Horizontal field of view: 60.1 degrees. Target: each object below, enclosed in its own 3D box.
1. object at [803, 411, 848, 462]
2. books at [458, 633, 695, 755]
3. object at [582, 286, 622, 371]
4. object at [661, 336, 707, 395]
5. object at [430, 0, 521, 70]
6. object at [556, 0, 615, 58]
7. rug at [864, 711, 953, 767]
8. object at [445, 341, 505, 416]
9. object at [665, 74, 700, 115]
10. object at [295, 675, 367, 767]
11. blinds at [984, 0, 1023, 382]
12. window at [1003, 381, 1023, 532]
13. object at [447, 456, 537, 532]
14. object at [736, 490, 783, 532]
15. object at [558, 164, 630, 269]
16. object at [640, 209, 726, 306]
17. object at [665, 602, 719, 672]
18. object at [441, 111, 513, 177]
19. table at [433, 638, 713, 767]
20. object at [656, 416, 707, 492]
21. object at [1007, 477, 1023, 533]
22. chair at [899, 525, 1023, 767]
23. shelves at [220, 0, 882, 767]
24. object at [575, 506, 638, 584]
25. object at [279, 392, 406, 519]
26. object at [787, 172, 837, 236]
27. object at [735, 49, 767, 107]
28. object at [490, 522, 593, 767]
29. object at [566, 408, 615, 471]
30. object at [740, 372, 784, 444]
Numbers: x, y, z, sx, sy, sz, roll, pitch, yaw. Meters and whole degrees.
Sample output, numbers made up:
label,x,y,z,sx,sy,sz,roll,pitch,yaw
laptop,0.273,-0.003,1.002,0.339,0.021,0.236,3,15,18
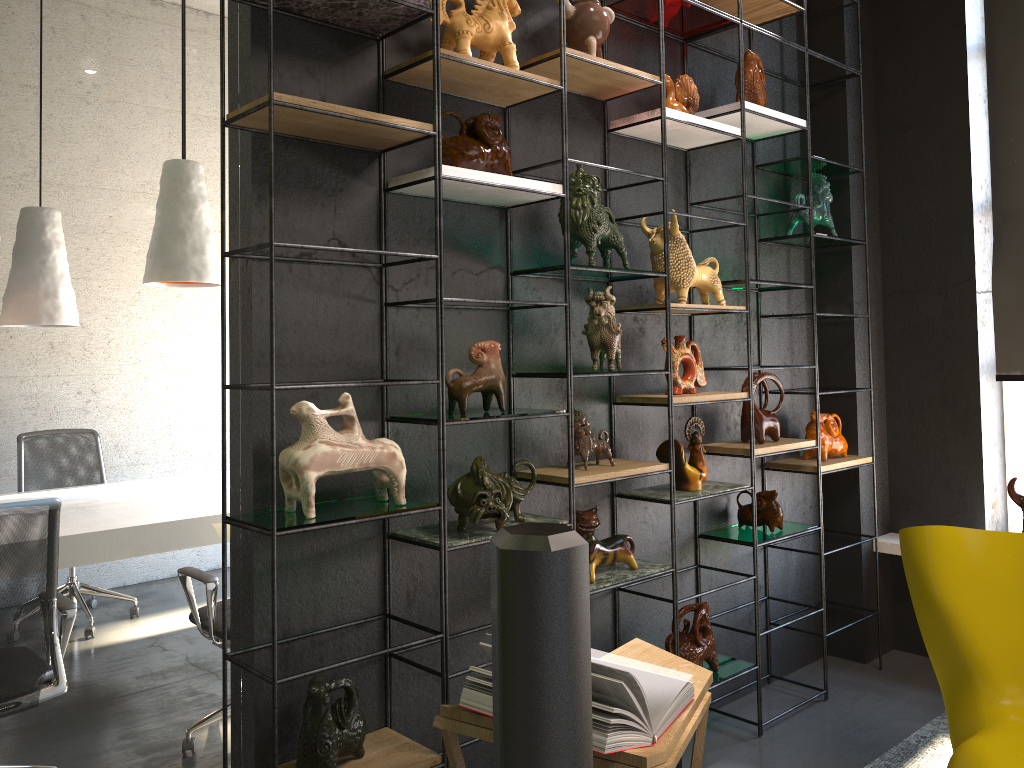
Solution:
label,x,y,z,sx,sy,sz,roll,pitch,yaw
object,1.420,0.229,4.000,0.278,0.223,0.138,-1,-1,-42
books,0.171,0.724,2.171,0.400,0.233,0.482,0,1,34
object,0.300,-0.183,2.963,0.131,0.281,0.207,-1,-1,6
object,0.650,-0.071,3.335,0.267,0.223,0.060,-1,-2,-42
object,-0.111,-1.113,2.689,0.169,0.364,0.375,-2,-1,43
object,0.253,-1.196,3.016,0.164,0.267,0.237,-1,-1,19
rug,2.191,1.362,1.514,2.190,0.010,3.593,-3,2,-42
object,-0.107,-0.019,2.623,0.119,0.221,0.212,-2,-1,32
object,0.644,-1.088,3.373,0.233,0.210,0.107,-1,-1,-25
object,-0.458,0.866,2.285,0.126,0.250,0.253,-1,0,18
blinds,0.778,-0.939,4.840,3.523,3.314,12.701,-1,1,-22
window,3.106,-0.841,3.417,0.051,3.175,2.305,1,-2,-42
object,-0.070,0.315,2.621,0.191,0.221,0.403,-1,1,17
object,1.018,0.514,3.648,0.105,0.169,0.210,0,-1,-43
object,0.265,-0.558,2.982,0.255,0.357,0.167,0,-2,-37
object,0.649,-0.459,3.319,0.369,0.352,0.175,-1,-1,-37
object,0.645,0.945,3.232,0.253,0.250,0.126,-1,-1,-42
object,-0.118,-0.716,2.653,0.278,0.223,0.138,-1,-1,-43
table,0.253,1.068,2.168,0.733,0.620,0.495,-1,-1,-42
object,0.651,0.257,3.294,0.227,0.271,0.123,0,-2,-42
object,2.067,0.559,3.334,0.463,0.442,0.219,-1,-1,-37
chair,1.529,0.897,2.578,0.658,0.898,1.068,-1,0,18
shelves,0.447,-0.615,3.177,2.992,3.917,0.274,0,-2,-42
object,0.313,0.514,2.949,0.309,0.236,0.155,-1,-1,-39
object,-0.434,0.174,2.313,0.341,0.304,0.164,-1,-1,-37
object,1.363,-0.819,4.023,0.151,0.333,0.289,-2,-1,40
object,0.997,-1.238,3.697,0.126,0.250,0.253,-1,0,18
object,-0.065,0.332,0.086,0.240,0.603,0.239,0,-2,-16
object,0.264,0.180,2.969,0.183,0.211,0.096,-1,-2,-40
object,1.019,0.097,3.643,0.249,0.291,0.114,0,-2,-42
